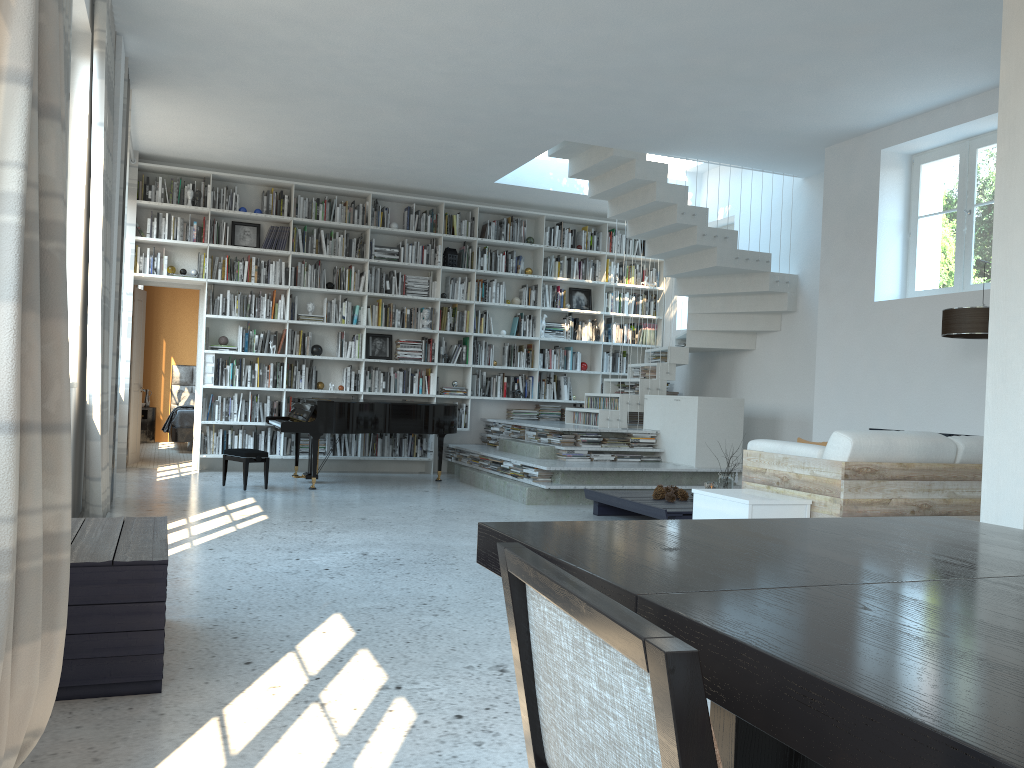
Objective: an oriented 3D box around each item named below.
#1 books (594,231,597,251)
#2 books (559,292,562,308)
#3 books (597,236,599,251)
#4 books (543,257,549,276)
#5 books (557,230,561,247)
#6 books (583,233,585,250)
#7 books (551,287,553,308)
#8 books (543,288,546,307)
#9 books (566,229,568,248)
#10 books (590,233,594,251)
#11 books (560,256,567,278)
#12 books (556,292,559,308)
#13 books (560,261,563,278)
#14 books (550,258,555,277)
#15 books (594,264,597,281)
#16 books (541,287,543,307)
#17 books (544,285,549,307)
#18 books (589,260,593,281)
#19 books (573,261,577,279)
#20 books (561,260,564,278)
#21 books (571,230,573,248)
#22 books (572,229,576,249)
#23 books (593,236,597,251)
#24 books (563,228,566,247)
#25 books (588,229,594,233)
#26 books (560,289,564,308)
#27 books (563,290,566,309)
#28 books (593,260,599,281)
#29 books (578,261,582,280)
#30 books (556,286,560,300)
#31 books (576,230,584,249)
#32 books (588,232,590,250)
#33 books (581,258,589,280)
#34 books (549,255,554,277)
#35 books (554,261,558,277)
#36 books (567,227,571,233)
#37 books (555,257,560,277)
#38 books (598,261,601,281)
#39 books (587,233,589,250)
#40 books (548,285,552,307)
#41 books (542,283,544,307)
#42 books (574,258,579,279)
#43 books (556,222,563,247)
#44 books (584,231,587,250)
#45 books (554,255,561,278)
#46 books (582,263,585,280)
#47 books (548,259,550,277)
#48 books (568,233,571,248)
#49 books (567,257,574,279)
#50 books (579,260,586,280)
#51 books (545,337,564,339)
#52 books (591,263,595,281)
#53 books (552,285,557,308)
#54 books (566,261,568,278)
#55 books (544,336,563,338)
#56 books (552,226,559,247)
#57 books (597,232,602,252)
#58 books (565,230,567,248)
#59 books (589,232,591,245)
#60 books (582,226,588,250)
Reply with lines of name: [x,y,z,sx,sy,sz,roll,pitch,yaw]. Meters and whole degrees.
books: [1.017,-1.761,11.050,0.025,0.279,0.136,2,0,-21]
books: [0.559,-1.015,10.872,0.033,0.213,0.152,2,0,-21]
books: [1.040,-1.726,11.066,0.031,0.211,0.131,2,0,-21]
books: [0.407,-1.410,10.809,0.012,0.254,0.161,2,0,-21]
books: [0.549,-1.759,10.853,0.030,0.231,0.148,2,0,-21]
books: [0.853,-1.740,10.963,0.008,0.220,0.182,2,0,-21]
books: [0.462,-1.047,10.857,0.043,0.269,0.131,2,0,-21]
books: [0.369,-1.042,10.797,0.011,0.248,0.155,2,0,-21]
books: [0.647,-1.766,10.894,0.021,0.254,0.151,2,0,-21]
books: [0.960,-1.742,11.003,0.018,0.235,0.186,2,0,-21]
books: [0.621,-1.417,10.882,0.026,0.288,0.156,2,0,-21]
books: [0.530,-1.014,10.844,0.013,0.207,0.189,2,0,-21]
books: [0.569,-1.387,10.869,0.030,0.224,0.158,2,0,-21]
books: [0.482,-1.405,10.846,0.026,0.250,0.130,2,0,-21]
books: [1.004,-1.371,11.044,0.022,0.234,0.158,2,0,-21]
books: [0.328,-1.046,10.805,0.030,0.253,0.128,2,0,-21]
books: [0.404,-1.060,10.816,0.065,0.289,0.145,2,0,-21]
books: [0.943,-1.394,11.001,0.036,0.272,0.177,2,0,-21]
books: [0.736,-1.382,10.912,0.030,0.230,0.187,2,0,-21]
books: [0.589,-1.392,10.892,0.024,0.236,0.146,2,0,-21]
books: [0.709,-1.763,10.929,0.012,0.254,0.161,2,0,-21]
books: [0.733,-1.764,10.925,0.030,0.257,0.164,2,0,-21]
books: [0.997,-1.727,11.024,0.029,0.210,0.169,2,0,-21]
books: [0.614,-1.772,10.871,0.014,0.262,0.168,2,0,-21]
books: [0.972,-1.773,11.028,0.020,0.299,0.131,2,0,-21]
books: [0.585,-1.034,10.882,0.021,0.253,0.167,2,0,-21]
books: [0.611,-1.028,10.881,0.026,0.244,0.178,2,0,-21]
books: [1.029,-1.395,11.049,0.026,0.284,0.147,2,0,-21]
books: [0.815,-1.384,10.947,0.014,0.240,0.189,2,0,-21]
books: [0.540,-1.052,10.860,0.014,0.285,0.175,2,0,-21]
books: [0.842,-1.758,10.955,0.019,0.256,0.169,2,0,-21]
books: [0.919,-1.751,10.994,0.031,0.248,0.164,2,0,-21]
books: [0.894,-1.407,10.980,0.022,0.294,0.180,2,0,-21]
books: [0.450,-1.422,10.824,0.051,0.282,0.166,2,0,-21]
books: [0.513,-1.382,10.834,0.025,0.207,0.175,2,0,-21]
books: [0.680,-1.777,10.921,0.012,0.279,0.153,2,0,-21]
books: [0.537,-1.407,10.847,0.026,0.261,0.167,2,0,-21]
books: [1.055,-1.385,11.057,0.031,0.265,0.169,2,0,-21]
books: [0.905,-1.740,10.980,0.007,0.226,0.170,2,0,-21]
books: [0.441,-1.057,10.837,0.012,0.285,0.159,2,0,-21]
books: [0.355,-1.069,10.800,0.015,0.301,0.140,2,0,-21]
books: [0.778,-1.407,10.958,0.048,0.283,0.162,2,0,-21]
books: [0.576,-1.809,10.851,0.014,0.332,0.180,2,0,-21]
books: [0.870,-1.755,10.976,0.016,0.252,0.189,2,0,-21]
books: [0.552,-1.424,10.862,0.011,0.296,0.162,2,0,-21]
books: [0.845,-1.371,10.967,0.031,0.217,0.165,2,0,-21]
books: [0.419,-1.401,10.812,0.013,0.236,0.141,2,0,-21]
books: [0.672,-1.739,10.890,0.024,0.202,0.190,2,0,-21]
books: [0.686,-1.403,10.862,0.032,0.265,0.245,2,0,-21]
books: [0.868,-1.393,10.985,0.023,0.264,0.156,2,0,-21]
books: [0.474,-0.562,10.849,0.285,0.012,0.159,3,-1,-17]
books: [0.971,-1.377,11.020,0.030,0.241,0.162,2,0,-21]
books: [0.497,-1.055,10.845,0.012,0.287,0.176,2,0,-21]
books: [0.640,-1.391,10.900,0.025,0.238,0.142,2,0,-21]
books: [0.474,-0.574,10.850,0.254,0.012,0.161,3,-1,-25]
books: [0.515,-1.785,10.837,0.048,0.278,0.150,2,0,-21]
books: [1.075,-1.750,11.056,0.026,0.263,0.163,2,0,-21]
books: [0.630,-1.758,10.878,0.022,0.236,0.172,2,0,-21]
books: [0.937,-1.754,11.017,0.017,0.257,0.146,2,0,-21]
books: [0.898,-1.788,10.985,0.007,0.321,0.165,2,0,-21]
